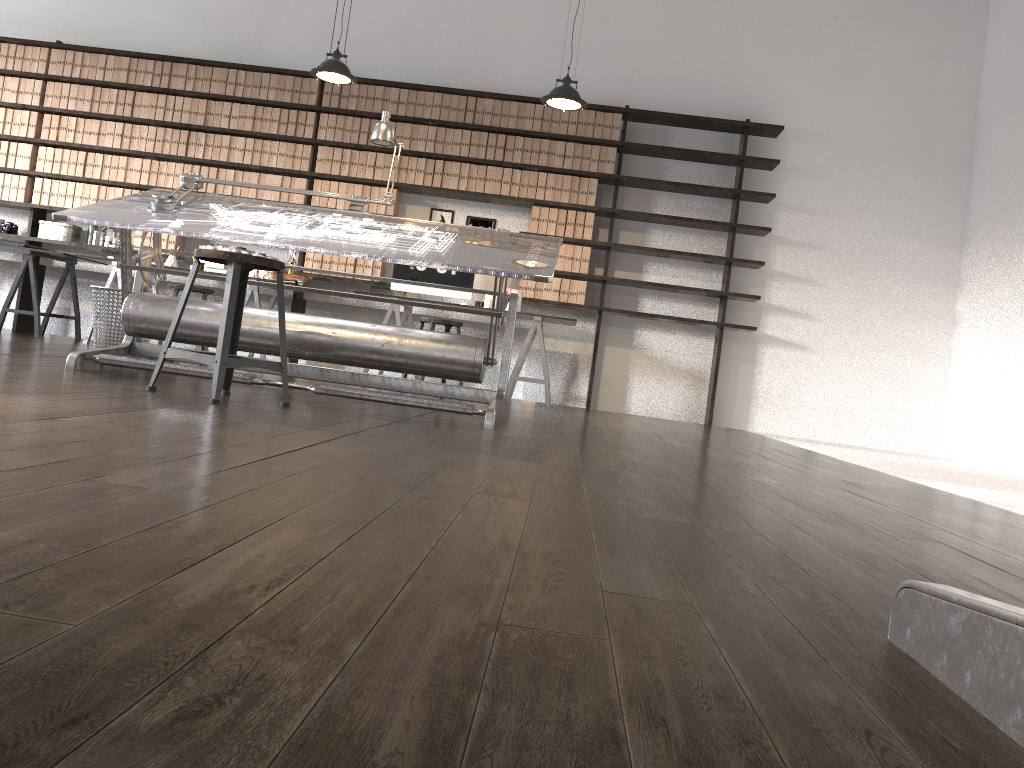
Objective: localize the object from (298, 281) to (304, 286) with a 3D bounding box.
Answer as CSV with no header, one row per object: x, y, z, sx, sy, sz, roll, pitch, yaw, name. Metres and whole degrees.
-1.652,-0.784,6.929,0.049,0.037,0.049,8,0,7,object

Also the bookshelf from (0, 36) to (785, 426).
-2.574,-1.117,7.445,9.180,3.213,0.373,8,-2,4,bookshelf

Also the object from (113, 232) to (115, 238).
-3.312,-1.200,7.384,0.041,0.125,0.008,8,-2,-8,object

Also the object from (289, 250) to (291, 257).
-1.764,-0.976,7.048,0.055,0.214,0.007,7,-2,10,object

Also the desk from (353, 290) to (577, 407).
-0.376,-0.253,6.814,1.669,0.671,0.655,8,0,4,desk

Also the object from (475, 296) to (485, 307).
-0.247,-0.643,7.023,0.096,0.142,0.092,8,-1,-17,object

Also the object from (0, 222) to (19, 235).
-4.250,-1.312,7.451,0.171,0.109,0.091,8,-1,4,object

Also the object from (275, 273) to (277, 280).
-1.874,-0.840,7.074,0.060,0.089,0.059,7,-1,8,object

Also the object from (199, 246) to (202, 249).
-2.584,-1.090,7.388,0.062,0.119,0.061,6,-2,44,object

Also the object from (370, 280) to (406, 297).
-0.983,-0.756,7.058,0.284,0.161,0.203,8,0,-4,object

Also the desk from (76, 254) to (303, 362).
-2.495,-0.539,6.950,1.669,0.671,0.655,8,0,4,desk

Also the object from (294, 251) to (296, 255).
-1.743,-0.982,7.062,0.007,0.228,0.020,6,-2,35,object

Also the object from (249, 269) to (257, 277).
-2.074,-0.873,7.076,0.061,0.094,0.062,8,-1,-37,object

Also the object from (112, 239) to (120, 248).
-3.283,-1.169,7.436,0.062,0.093,0.180,7,0,17,object

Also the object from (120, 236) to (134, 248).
-3.212,-1.176,7.393,0.095,0.128,0.094,7,-1,10,object

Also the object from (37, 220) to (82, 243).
-3.812,-1.274,7.462,0.317,0.152,0.192,8,0,3,object

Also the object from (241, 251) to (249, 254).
-2.225,-1.041,7.345,0.061,0.119,0.062,8,-1,-28,object

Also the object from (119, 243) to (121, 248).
-3.272,-1.172,7.431,0.045,0.101,0.044,7,-1,6,object

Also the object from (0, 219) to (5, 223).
-4.357,-1.320,7.488,0.106,0.162,0.236,8,0,-31,object

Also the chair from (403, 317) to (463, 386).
-0.534,-0.190,6.234,0.357,0.529,0.372,8,-1,-28,chair

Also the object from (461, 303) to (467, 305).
-0.363,-0.600,6.716,0.059,0.028,0.106,8,1,0,object

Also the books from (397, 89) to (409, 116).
-0.885,-2.297,7.307,0.067,0.226,0.174,8,-1,3,books

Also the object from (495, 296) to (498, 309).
-0.134,-0.629,6.964,0.097,0.143,0.095,7,-1,21,object

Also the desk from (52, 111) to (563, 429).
-0.821,-0.629,4.080,2.069,1.389,1.075,8,-1,4,desk

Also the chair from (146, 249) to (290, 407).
-1.016,-0.198,3.189,0.373,0.529,0.357,7,-1,32,chair

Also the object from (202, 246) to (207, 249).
-2.541,-1.083,7.337,0.063,0.118,0.063,6,-2,44,object

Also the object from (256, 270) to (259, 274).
-2.071,-0.874,7.138,0.045,0.101,0.044,8,-1,4,object

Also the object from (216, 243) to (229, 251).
-2.420,-1.084,7.380,0.095,0.162,0.094,8,-1,0,object

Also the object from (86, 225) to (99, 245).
-3.573,-1.255,7.535,0.078,0.188,0.079,8,-2,-18,object

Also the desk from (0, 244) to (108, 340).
-4.240,-0.776,7.063,1.669,0.671,0.655,8,0,4,desk

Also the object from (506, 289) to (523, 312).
0.001,-0.629,6.822,0.143,0.196,0.145,8,-1,-24,object

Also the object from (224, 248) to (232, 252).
-2.346,-1.056,7.284,0.061,0.119,0.062,8,-1,-28,object

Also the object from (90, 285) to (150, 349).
-1.940,-0.277,4.417,0.354,0.378,0.352,7,-1,25,object

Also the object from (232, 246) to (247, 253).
-2.292,-1.067,7.382,0.094,0.162,0.205,8,0,5,object

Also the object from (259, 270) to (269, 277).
-1.963,-0.877,7.056,0.105,0.142,0.104,7,-1,11,object

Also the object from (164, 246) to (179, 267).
-2.766,-1.022,7.207,0.101,0.209,0.102,9,-2,-42,object

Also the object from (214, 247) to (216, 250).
-2.486,-1.076,7.352,0.045,0.128,0.044,8,-2,4,object

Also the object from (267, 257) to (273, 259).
-2.022,-1.004,7.369,0.062,0.096,0.061,7,-1,35,object

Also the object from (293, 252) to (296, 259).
-1.747,-0.962,7.044,0.008,0.186,0.072,9,-2,-44,object

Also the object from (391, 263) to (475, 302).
-0.609,-0.883,6.981,0.643,0.519,0.204,8,-2,4,object

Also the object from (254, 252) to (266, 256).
-2.119,-1.031,7.422,0.094,0.130,0.095,8,-1,-9,object

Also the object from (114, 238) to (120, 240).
-3.324,-1.179,7.455,0.062,0.093,0.063,8,-1,-34,object

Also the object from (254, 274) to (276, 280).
-1.897,-0.819,6.861,0.196,0.050,0.132,7,1,-26,object

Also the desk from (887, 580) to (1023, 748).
1.363,-0.271,0.537,2.069,1.389,1.075,8,-1,4,desk

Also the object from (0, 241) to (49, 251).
-3.929,-1.085,6.943,0.446,0.033,0.312,8,1,4,object

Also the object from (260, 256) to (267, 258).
-2.060,-1.008,7.310,0.063,0.095,0.062,7,-1,35,object

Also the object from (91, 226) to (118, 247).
-3.431,-1.283,7.449,0.181,0.272,0.156,8,-1,-12,object

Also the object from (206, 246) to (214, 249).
-2.489,-1.075,7.290,0.061,0.119,0.062,9,-2,-37,object

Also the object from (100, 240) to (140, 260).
-3.143,-1.047,7.106,0.204,0.161,0.284,8,0,3,object

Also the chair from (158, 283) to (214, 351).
-2.328,-0.432,6.323,0.370,0.529,0.359,8,-1,-23,chair

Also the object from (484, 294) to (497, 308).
-0.168,-0.632,6.861,0.095,0.145,0.094,7,-1,30,object

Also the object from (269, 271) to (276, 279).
-1.902,-0.854,7.012,0.049,0.112,0.049,7,-1,7,object

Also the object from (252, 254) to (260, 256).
-2.103,-1.013,7.259,0.062,0.096,0.061,7,-1,35,object
